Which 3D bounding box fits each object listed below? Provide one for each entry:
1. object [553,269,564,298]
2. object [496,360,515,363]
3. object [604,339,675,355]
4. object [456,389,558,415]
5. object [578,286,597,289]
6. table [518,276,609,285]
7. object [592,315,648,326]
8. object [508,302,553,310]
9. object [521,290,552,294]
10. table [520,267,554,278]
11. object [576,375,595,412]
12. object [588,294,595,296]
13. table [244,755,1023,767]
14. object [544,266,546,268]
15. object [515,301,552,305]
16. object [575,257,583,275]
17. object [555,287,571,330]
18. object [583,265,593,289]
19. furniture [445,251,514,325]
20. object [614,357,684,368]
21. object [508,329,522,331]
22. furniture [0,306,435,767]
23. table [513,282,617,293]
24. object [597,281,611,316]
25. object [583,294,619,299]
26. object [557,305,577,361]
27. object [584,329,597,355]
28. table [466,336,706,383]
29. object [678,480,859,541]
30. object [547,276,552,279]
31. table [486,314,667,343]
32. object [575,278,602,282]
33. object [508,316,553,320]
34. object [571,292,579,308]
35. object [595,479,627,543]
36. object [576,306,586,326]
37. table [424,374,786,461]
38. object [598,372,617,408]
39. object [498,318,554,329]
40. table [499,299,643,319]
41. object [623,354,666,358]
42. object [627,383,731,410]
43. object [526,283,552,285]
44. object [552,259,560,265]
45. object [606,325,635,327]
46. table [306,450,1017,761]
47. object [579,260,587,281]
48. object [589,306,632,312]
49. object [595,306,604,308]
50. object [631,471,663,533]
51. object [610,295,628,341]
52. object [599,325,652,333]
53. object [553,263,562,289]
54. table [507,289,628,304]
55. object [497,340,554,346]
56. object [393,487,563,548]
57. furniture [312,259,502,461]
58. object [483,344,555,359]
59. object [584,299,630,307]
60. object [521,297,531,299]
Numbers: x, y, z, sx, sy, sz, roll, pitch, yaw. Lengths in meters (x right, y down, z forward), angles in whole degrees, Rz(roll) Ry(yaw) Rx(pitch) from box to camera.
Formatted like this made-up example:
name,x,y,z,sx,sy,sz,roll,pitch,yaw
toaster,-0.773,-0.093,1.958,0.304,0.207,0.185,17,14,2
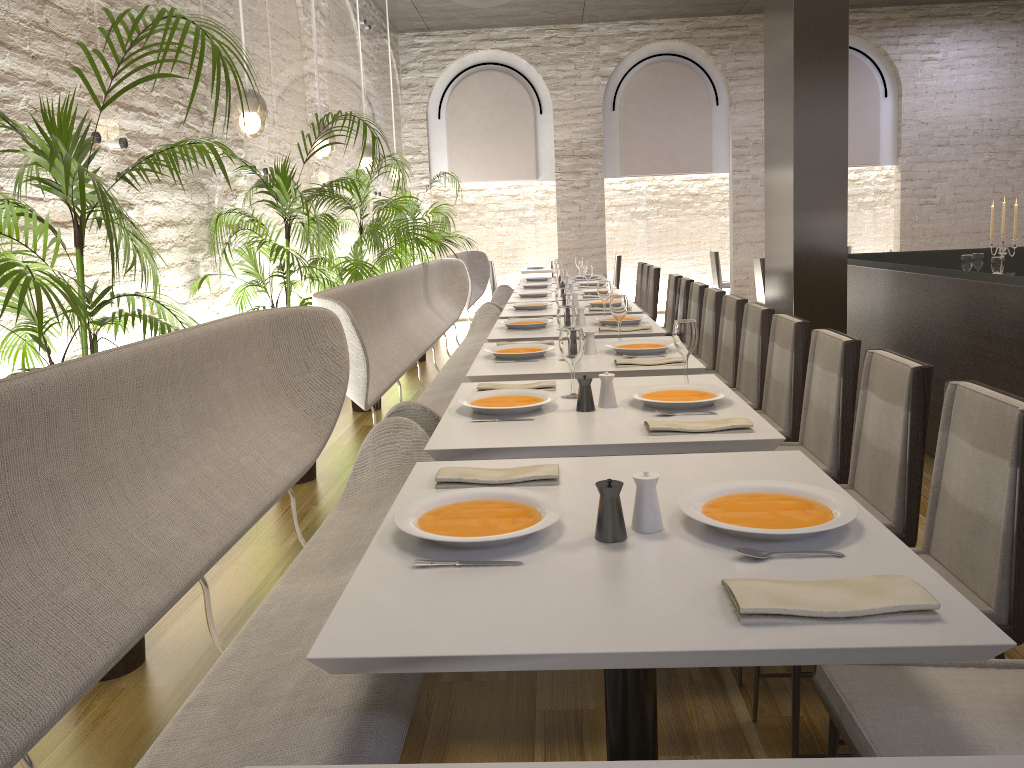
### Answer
name,x,y,z,sx,sy,sz,roll,pitch,yaw
object,0.380,-0.817,7.174,0.086,0.229,0.086,3,9,32
object,0.022,-0.099,3.774,0.185,0.010,0.017,-2,9,3
object,0.570,-0.159,3.927,0.322,0.036,0.323,-5,10,-15
object,-0.015,0.062,2.802,0.322,0.036,0.323,5,12,37
object,0.745,-0.883,8.082,0.273,0.033,0.143,-2,10,3
table,0.561,-0.754,9.633,0.936,0.756,1.017,-2,9,3
object,0.619,-0.362,5.077,0.322,0.036,0.323,-6,10,-19
object,0.132,-0.548,6.264,0.322,0.036,0.323,-6,10,-19
object,0.211,-0.796,7.710,0.273,0.033,0.143,-2,10,3
table,0.615,-1.251,12.480,0.936,0.756,1.017,-2,9,3
object,0.224,0.026,2.718,0.059,0.109,0.060,-1,8,11
object,0.703,-0.721,7.164,0.181,0.015,0.038,-2,10,4
table,0.173,0.857,0.481,0.936,0.756,1.017,-2,9,3
object,0.359,-1.685,12.778,0.273,0.033,0.143,-2,10,3
object,0.164,-0.601,6.603,0.273,0.033,0.143,-2,10,3
object,0.747,-1.292,9.814,0.086,0.229,0.086,3,9,32
object,0.283,-0.415,4.890,0.087,0.229,0.086,5,11,44
object,0.653,-0.904,7.611,0.086,0.229,0.086,3,9,32
furniture,-0.217,-0.817,9.214,0.707,1.091,2.600,-2,10,3
object,0.554,-0.090,3.572,0.273,0.033,0.143,-2,10,3
object,0.071,-0.301,4.924,0.185,0.010,0.017,-2,9,3
furniture,-0.567,0.632,0.978,0.709,1.091,4.503,-2,10,3
table,0.513,-0.555,8.504,0.936,0.756,1.017,-2,9,3
object,0.556,-0.502,5.327,0.087,0.229,0.086,5,11,44
object,0.699,-0.691,6.989,0.273,0.033,0.143,-2,10,3
object,0.235,-0.217,3.765,0.087,0.229,0.086,-9,10,-39
object,0.345,-0.187,3.913,0.059,0.109,0.060,-3,8,-6
table,0.322,0.239,3.994,0.936,0.756,1.017,-2,9,3
object,0.474,0.241,1.653,0.322,0.036,0.323,-6,10,-19
object,0.306,-1.187,9.932,0.273,0.033,0.143,-2,10,3
table,0.371,0.036,5.144,0.936,0.756,1.017,-2,9,3
object,0.793,-1.082,9.211,0.273,0.033,0.143,-2,10,3
object,0.115,-0.397,5.443,0.273,0.033,0.143,-2,10,3
object,0.443,-0.593,6.223,0.059,0.109,0.060,-3,8,-6
object,0.177,0.224,1.596,0.059,0.109,0.060,-3,8,-6
object,0.394,-0.389,5.063,0.059,0.109,0.060,-3,8,-6
table,0.273,0.442,2.842,0.936,0.756,1.017,-2,9,3
object,0.296,0.016,2.760,0.059,0.109,0.060,-1,8,11
object,0.083,-0.344,5.105,0.322,0.036,0.323,-6,10,-19
table,0.420,-0.168,6.304,0.936,0.756,1.017,-2,9,3
object,0.558,-0.120,3.747,0.181,0.015,0.038,-2,10,4
object,0.522,0.043,2.775,0.322,0.036,0.323,5,12,37
object,0.258,-0.988,8.803,0.273,0.033,0.143,-2,10,3
object,0.473,-1.204,9.377,0.086,0.229,0.086,3,9,32
object,0.607,-0.322,4.897,0.181,0.015,0.038,-2,10,4
table,0.226,0.639,1.720,0.936,0.756,1.017,-2,9,3
object,0.699,-1.096,8.697,0.086,0.229,0.086,3,9,32
object,0.652,-0.496,5.882,0.273,0.033,0.143,-2,10,3
object,0.656,-0.526,6.057,0.181,0.015,0.038,-2,10,4
object,0.249,0.213,1.638,0.059,0.109,0.060,-3,8,-6
object,0.509,-0.305,4.202,0.086,0.229,0.086,-1,8,9
object,0.603,-0.292,4.722,0.273,0.033,0.143,-2,10,3
object,0.426,-1.008,8.260,0.086,0.229,0.086,3,9,32
table,0.467,-0.363,7.412,0.936,0.756,1.017,-2,9,3
object,0.066,-0.194,4.293,0.273,0.033,0.143,-2,10,3
object,-0.062,0.259,1.680,0.322,0.036,0.323,-6,10,-19
furniture,-0.372,-0.176,5.573,0.709,1.091,4.503,-2,10,3
object,0.034,-0.141,3.955,0.322,0.036,0.323,-5,10,-15
object,0.668,-0.566,6.237,0.322,0.036,0.323,-6,10,-19
object,0.167,-0.700,7.192,0.185,0.010,0.017,-2,9,3
